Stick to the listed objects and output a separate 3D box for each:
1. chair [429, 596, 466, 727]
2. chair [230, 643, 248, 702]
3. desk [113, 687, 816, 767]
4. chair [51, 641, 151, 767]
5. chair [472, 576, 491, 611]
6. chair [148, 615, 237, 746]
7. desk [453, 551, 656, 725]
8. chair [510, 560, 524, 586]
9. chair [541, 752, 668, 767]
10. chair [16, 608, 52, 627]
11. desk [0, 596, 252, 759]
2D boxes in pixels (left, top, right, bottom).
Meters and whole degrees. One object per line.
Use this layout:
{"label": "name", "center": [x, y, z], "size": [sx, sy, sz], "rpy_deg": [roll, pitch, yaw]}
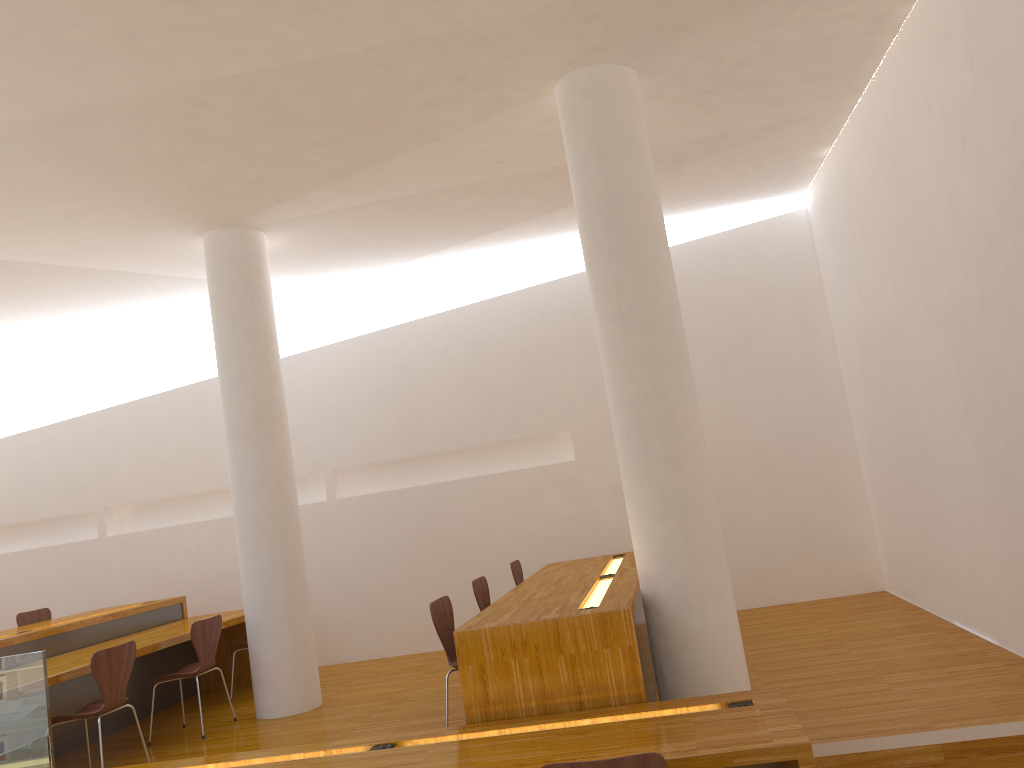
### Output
{"label": "chair", "center": [-0.147, 1.387, 4.369], "size": [0.381, 0.693, 0.428], "rpy_deg": [-10, -8, 8]}
{"label": "chair", "center": [-1.908, 1.988, 6.733], "size": [0.381, 0.693, 0.428], "rpy_deg": [-10, -8, 8]}
{"label": "desk", "center": [-0.511, 1.728, 3.325], "size": [3.185, 0.606, 0.760], "rpy_deg": [-10, -8, 8]}
{"label": "chair", "center": [-2.217, 1.755, 4.679], "size": [0.381, 0.693, 0.428], "rpy_deg": [-10, -8, 8]}
{"label": "chair", "center": [0.014, 1.493, 5.321], "size": [0.381, 0.693, 0.428], "rpy_deg": [-10, -8, 8]}
{"label": "chair", "center": [-2.056, 1.860, 5.631], "size": [0.381, 0.693, 0.428], "rpy_deg": [-10, -8, 8]}
{"label": "desk", "center": [0.430, 1.454, 5.230], "size": [0.760, 0.606, 3.185], "rpy_deg": [-10, -8, 8]}
{"label": "chair", "center": [0.237, 1.607, 6.412], "size": [0.381, 0.693, 0.428], "rpy_deg": [-10, -8, 8]}
{"label": "chair", "center": [0.341, 1.466, 2.751], "size": [0.428, 0.693, 0.381], "rpy_deg": [-10, -8, 8]}
{"label": "chair", "center": [-3.605, 2.116, 7.006], "size": [0.381, 0.693, 0.428], "rpy_deg": [-10, -8, 8]}
{"label": "desk", "center": [-2.875, 1.953, 5.698], "size": [1.527, 0.785, 3.243], "rpy_deg": [-10, -8, 8]}
